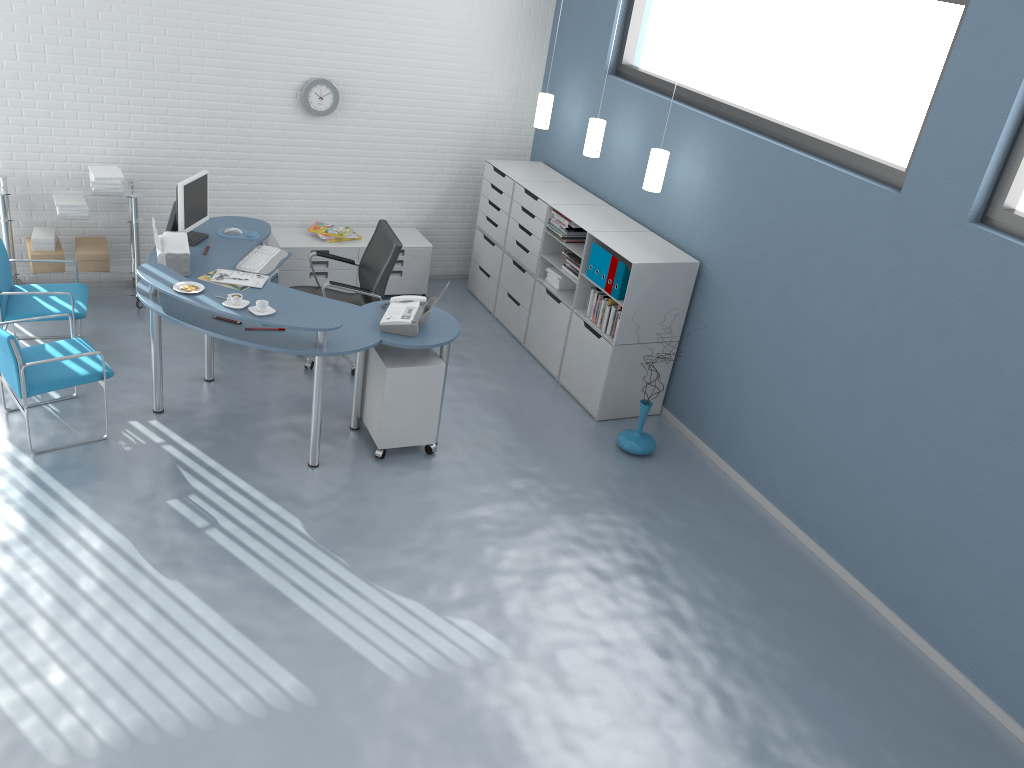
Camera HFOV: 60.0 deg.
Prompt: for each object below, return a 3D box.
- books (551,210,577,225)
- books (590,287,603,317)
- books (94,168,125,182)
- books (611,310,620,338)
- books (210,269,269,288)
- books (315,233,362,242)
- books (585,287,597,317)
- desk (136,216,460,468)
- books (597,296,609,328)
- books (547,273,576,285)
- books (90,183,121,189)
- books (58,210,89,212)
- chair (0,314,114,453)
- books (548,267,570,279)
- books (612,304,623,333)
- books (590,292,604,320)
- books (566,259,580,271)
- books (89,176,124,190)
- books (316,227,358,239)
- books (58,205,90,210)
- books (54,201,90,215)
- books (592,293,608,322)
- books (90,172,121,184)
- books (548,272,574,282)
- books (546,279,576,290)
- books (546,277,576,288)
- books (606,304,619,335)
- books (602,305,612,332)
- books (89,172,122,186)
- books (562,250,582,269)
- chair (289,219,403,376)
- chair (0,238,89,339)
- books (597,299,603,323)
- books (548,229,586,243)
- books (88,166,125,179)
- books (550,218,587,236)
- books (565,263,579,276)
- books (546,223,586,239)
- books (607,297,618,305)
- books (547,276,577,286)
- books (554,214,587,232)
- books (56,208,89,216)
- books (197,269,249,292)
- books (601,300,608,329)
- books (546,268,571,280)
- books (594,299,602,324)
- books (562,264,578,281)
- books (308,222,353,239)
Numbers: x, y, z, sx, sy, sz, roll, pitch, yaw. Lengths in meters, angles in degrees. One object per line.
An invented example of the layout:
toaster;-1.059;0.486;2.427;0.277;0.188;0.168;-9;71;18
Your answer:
books;0.433;-1.195;6.358;0.212;0.024;0.258;-5;31;-26
books;0.619;-0.560;6.072;0.138;0.229;0.032;-5;31;-26
books;-2.789;-1.447;6.121;0.190;0.015;0.270;-5;31;-26
books;0.742;-0.396;5.833;0.157;0.198;0.022;-5;31;-26
books;-1.630;-0.631;5.312;0.300;0.010;0.200;8;27;-5
books;-1.378;-1.184;7.049;0.300;0.020;0.210;-15;36;-40
books;0.594;-0.565;6.102;0.157;0.203;0.040;-5;31;-26
desk;-1.536;-0.322;5.436;2.282;0.900;1.402;28;32;31
books;0.666;-0.486;5.960;0.166;0.217;0.038;-5;31;-26
books;0.420;-0.782;6.566;0.270;0.015;0.190;-5;31;-26
books;-2.808;-1.400;6.123;0.190;0.015;0.270;-4;30;-25
books;-3.031;-1.238;6.124;0.190;0.015;0.270;-5;31;-26
chair;-2.531;-0.081;4.850;0.543;0.707;0.542;-15;36;-39
books;0.426;-0.825;6.552;0.270;0.015;0.190;-8;32;-31
books;0.741;-0.423;5.851;0.138;0.229;0.032;-5;31;-26
books;0.620;-0.533;6.055;0.157;0.198;0.022;-5;31;-26
books;0.525;-0.832;6.252;0.197;0.034;0.251;-5;31;-26
books;-2.804;-1.389;6.137;0.190;0.015;0.270;-7;31;-29
books;-1.397;-1.195;7.022;0.300;0.020;0.210;-8;32;-31
books;-3.027;-1.249;6.112;0.190;0.015;0.270;-5;31;-27
books;-3.040;-1.223;6.124;0.190;0.015;0.270;-7;32;-30
books;0.632;-0.522;6.032;0.157;0.203;0.032;-5;31;-26
books;-2.801;-1.426;6.109;0.190;0.015;0.270;-3;30;-24
books;0.429;-0.796;6.563;0.270;0.015;0.190;-3;30;-24
books;0.412;-0.746;6.593;0.270;0.015;0.190;-5;31;-26
books;0.414;-0.759;6.587;0.270;0.015;0.190;-7;31;-29
books;0.715;-0.429;5.881;0.157;0.203;0.040;-5;31;-26
books;0.691;-0.437;5.909;0.173;0.184;0.032;-5;31;-26
books;-2.807;-1.416;6.122;0.190;0.015;0.270;-5;31;-26
books;0.512;-0.871;6.241;0.224;0.041;0.283;-5;31;-26
chair;-1.164;-0.598;6.038;0.652;0.948;0.584;-2;29;-22
chair;-2.932;-0.493;5.505;0.543;0.707;0.542;-2;30;-22
books;0.659;-0.493;5.996;0.146;0.193;0.032;-5;31;-26
books;0.415;-1.075;6.417;0.209;0.019;0.265;-5;31;-26
books;-2.793;-1.455;6.102;0.190;0.015;0.270;-8;32;-31
books;0.424;-1.133;6.387;0.212;0.044;0.265;-5;31;-26
books;0.520;-0.800;6.251;0.212;0.023;0.224;-5;31;-26
books;0.403;-1.104;6.409;0.234;0.034;0.240;-5;31;-26
books;0.692;-0.478;5.919;0.157;0.247;0.021;-5;31;-26
books;0.423;-0.769;6.575;0.270;0.015;0.190;-4;30;-25
books;0.449;-1.160;6.361;0.187;0.034;0.298;-5;31;-26
books;-3.042;-1.210;6.131;0.190;0.015;0.270;-5;31;-27
books;-1.682;-0.619;5.277;0.300;0.005;0.200;17;28;13
books;0.682;-0.467;5.944;0.155;0.203;0.017;-5;31;-26
books;0.411;-0.816;6.563;0.270;0.015;0.190;-5;31;-26
books;0.641;-0.496;6.019;0.157;0.172;0.021;-5;31;-26
books;0.507;-0.784;6.280;0.212;0.034;0.265;-5;31;-26
books;-1.430;-1.214;7.003;0.300;0.020;0.210;12;27;4
